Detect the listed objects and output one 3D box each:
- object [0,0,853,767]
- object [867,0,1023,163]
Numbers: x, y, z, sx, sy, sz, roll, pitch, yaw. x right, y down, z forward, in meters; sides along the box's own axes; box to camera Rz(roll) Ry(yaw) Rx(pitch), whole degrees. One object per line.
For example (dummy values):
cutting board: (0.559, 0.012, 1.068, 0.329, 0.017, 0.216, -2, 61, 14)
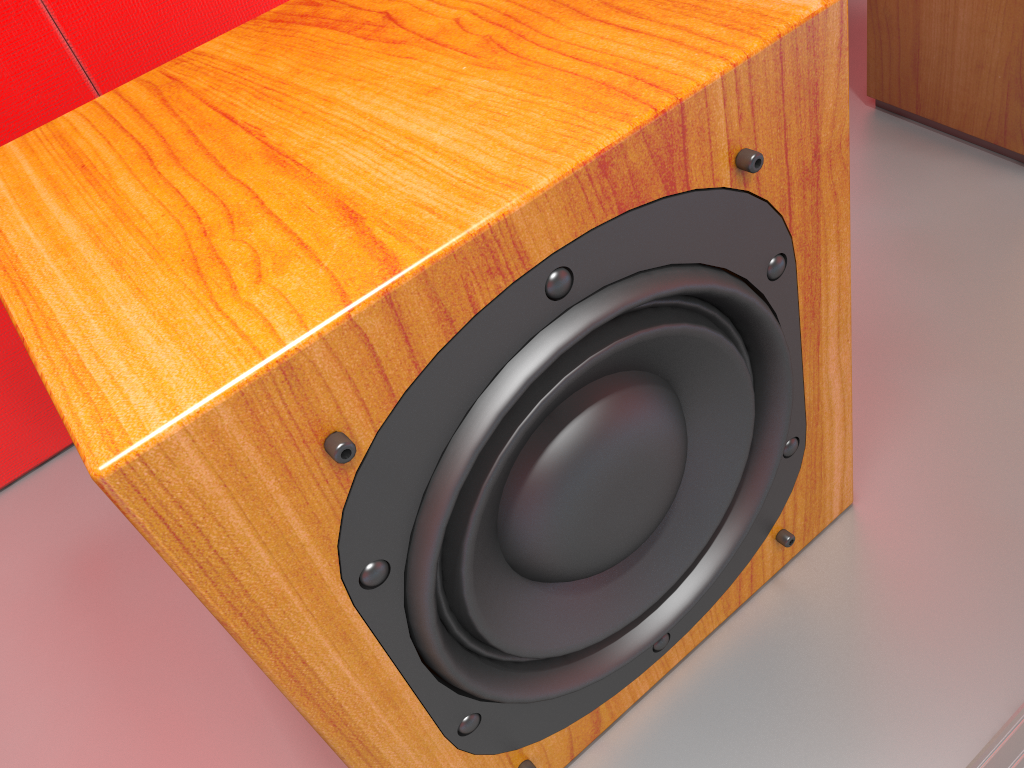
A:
object: (-0.045, -0.017, 0.564, 0.360, 0.360, 0.360, -36, 43, -18)
object: (0.396, -0.669, 0.569, 0.203, 1.052, 0.238, -29, 42, -10)
